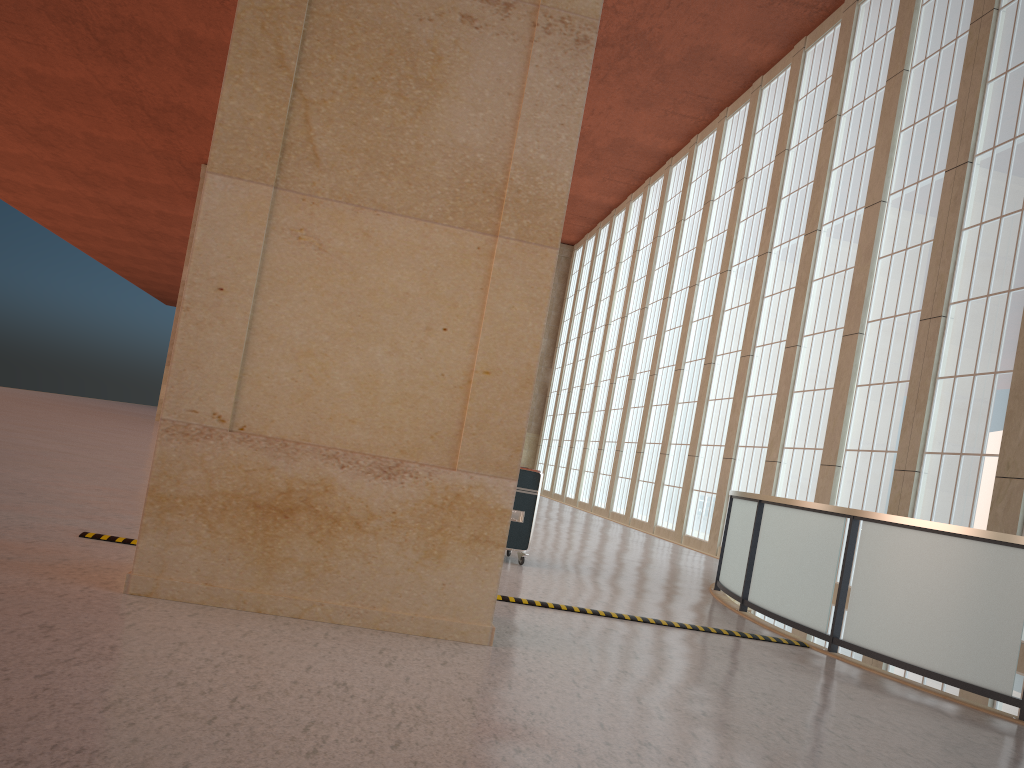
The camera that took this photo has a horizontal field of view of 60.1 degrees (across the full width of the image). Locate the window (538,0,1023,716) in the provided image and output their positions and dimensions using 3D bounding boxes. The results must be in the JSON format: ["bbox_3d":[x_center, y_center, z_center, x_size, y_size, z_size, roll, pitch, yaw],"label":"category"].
[{"bbox_3d":[-0.367,5.009,77.238,0.010,28.584,165.057,10,-5,-9],"label":"window"}]

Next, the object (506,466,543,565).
[{"bbox_3d":[-0.220,2.069,14.490,1.057,1.539,1.273,11,-3,-9],"label":"object"}]

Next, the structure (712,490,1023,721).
[{"bbox_3d":[6.188,2.897,11.961,5.265,1.791,13.064,12,-5,-19],"label":"structure"}]
